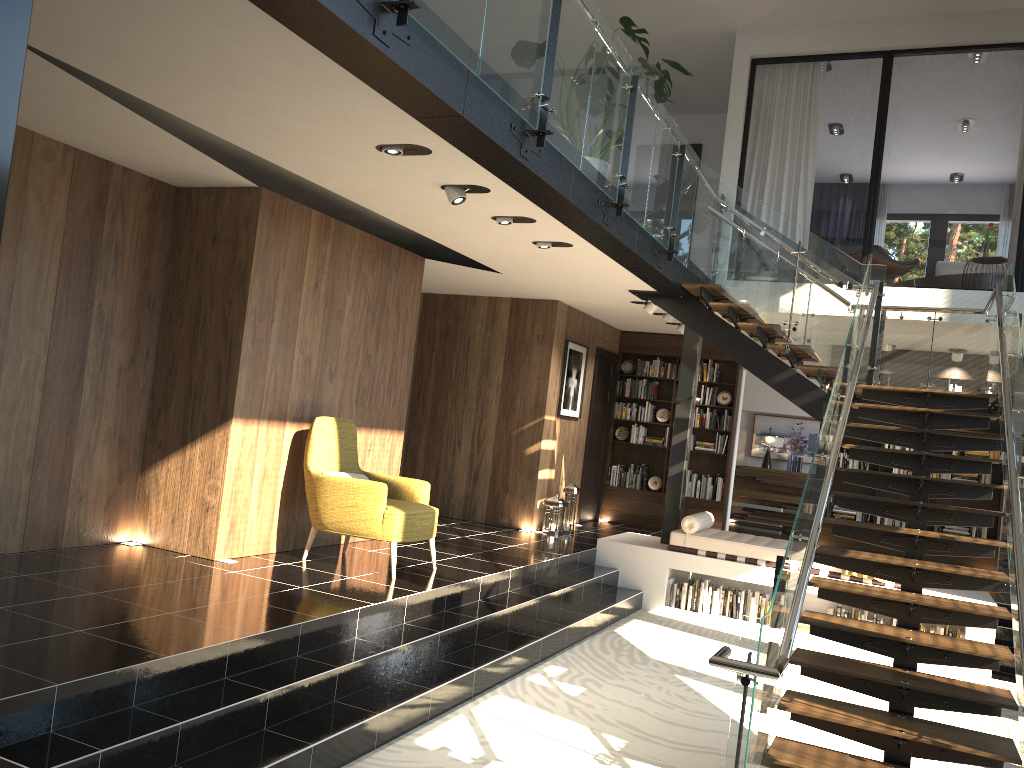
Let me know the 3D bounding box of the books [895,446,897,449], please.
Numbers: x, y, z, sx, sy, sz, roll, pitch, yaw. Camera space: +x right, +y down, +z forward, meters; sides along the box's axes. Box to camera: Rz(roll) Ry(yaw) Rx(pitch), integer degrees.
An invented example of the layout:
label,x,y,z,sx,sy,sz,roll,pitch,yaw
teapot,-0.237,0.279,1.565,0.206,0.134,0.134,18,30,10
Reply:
label,x,y,z,sx,sy,sz,roll,pitch,yaw
books,4.802,0.698,11.066,0.027,0.239,0.153,6,-2,24

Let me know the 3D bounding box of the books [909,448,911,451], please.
label,x,y,z,sx,sy,sz,roll,pitch,yaw
books,4.943,0.744,11.008,0.021,0.176,0.161,6,-2,24

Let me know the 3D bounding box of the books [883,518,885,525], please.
label,x,y,z,sx,sy,sz,roll,pitch,yaw
books,4.649,1.618,11.059,0.025,0.274,0.150,6,-2,24

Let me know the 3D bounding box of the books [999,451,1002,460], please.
label,x,y,z,sx,sy,sz,roll,pitch,yaw
books,5.855,0.827,10.599,0.051,0.194,0.192,6,-2,25

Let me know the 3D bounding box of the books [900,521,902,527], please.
label,x,y,z,sx,sy,sz,roll,pitch,yaw
books,4.818,1.648,10.957,0.023,0.246,0.149,6,-2,24

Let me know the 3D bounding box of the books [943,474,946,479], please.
label,x,y,z,sx,sy,sz,roll,pitch,yaw
books,5.274,1.074,10.818,0.029,0.214,0.149,6,-2,24

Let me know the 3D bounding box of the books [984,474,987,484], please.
label,x,y,z,sx,sy,sz,roll,pitch,yaw
books,5.676,1.098,10.644,0.023,0.246,0.147,6,-2,24

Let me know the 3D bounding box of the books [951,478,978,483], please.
label,x,y,z,sx,sy,sz,roll,pitch,yaw
books,5.469,1.164,10.729,0.274,0.022,0.156,6,-3,21

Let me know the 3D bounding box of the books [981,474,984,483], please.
label,x,y,z,sx,sy,sz,roll,pitch,yaw
books,5.649,1.112,10.645,0.025,0.212,0.168,6,-2,24

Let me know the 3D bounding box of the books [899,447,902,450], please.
label,x,y,z,sx,sy,sz,roll,pitch,yaw
books,4.855,0.723,11.057,0.026,0.201,0.146,6,-2,24

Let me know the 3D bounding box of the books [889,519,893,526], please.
label,x,y,z,sx,sy,sz,roll,pitch,yaw
books,4.723,1.623,11.022,0.031,0.280,0.141,6,-2,24

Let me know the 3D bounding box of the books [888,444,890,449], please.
label,x,y,z,sx,sy,sz,roll,pitch,yaw
books,4.732,0.730,11.108,0.027,0.162,0.126,6,-2,24

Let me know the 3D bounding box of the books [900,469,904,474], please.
label,x,y,z,sx,sy,sz,roll,pitch,yaw
books,4.838,1.016,10.988,0.036,0.244,0.194,6,-2,24

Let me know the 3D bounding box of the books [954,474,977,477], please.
label,x,y,z,sx,sy,sz,roll,pitch,yaw
books,5.475,1.099,10.728,0.260,0.021,0.167,6,-3,22

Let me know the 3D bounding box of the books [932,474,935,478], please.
label,x,y,z,sx,sy,sz,roll,pitch,yaw
books,5.179,1.042,10.870,0.026,0.263,0.156,6,-2,24

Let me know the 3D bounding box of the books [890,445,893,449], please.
label,x,y,z,sx,sy,sz,roll,pitch,yaw
books,4.752,0.714,11.086,0.024,0.197,0.175,6,-2,24

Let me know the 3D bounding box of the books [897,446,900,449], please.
label,x,y,z,sx,sy,sz,roll,pitch,yaw
books,4.825,0.691,11.049,0.028,0.258,0.208,6,-2,24

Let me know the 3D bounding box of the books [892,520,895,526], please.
label,x,y,z,sx,sy,sz,roll,pitch,yaw
books,4.752,1.617,11.008,0.032,0.298,0.170,6,-2,24

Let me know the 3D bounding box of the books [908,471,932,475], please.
label,x,y,z,sx,sy,sz,roll,pitch,yaw
books,5.021,1.095,10.929,0.261,0.024,0.167,6,-3,21

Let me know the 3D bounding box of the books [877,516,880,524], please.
label,x,y,z,sx,sy,sz,roll,pitch,yaw
books,4.585,1.592,11.059,0.035,0.312,0.160,6,-2,24

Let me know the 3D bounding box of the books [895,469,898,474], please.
label,x,y,z,sx,sy,sz,roll,pitch,yaw
books,4.780,1.023,11.006,0.023,0.218,0.196,6,-2,24

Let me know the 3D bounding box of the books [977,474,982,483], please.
label,x,y,z,sx,sy,sz,roll,pitch,yaw
books,5.622,1.093,10.648,0.030,0.244,0.177,6,-2,24

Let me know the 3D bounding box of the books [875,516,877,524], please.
label,x,y,z,sx,sy,sz,roll,pitch,yaw
books,4.569,1.616,11.102,0.026,0.263,0.156,6,-2,24

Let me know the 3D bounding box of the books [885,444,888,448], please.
label,x,y,z,sx,sy,sz,roll,pitch,yaw
books,4.712,0.674,11.122,0.031,0.272,0.158,6,-2,24

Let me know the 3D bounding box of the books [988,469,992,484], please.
label,x,y,z,sx,sy,sz,roll,pitch,yaw
books,5.721,1.102,10.625,0.022,0.247,0.133,6,-2,24

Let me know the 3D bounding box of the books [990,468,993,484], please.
label,x,y,z,sx,sy,sz,roll,pitch,yaw
books,5.742,1.117,10.633,0.012,0.224,0.097,6,-2,24

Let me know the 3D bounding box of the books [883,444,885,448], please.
label,x,y,z,sx,sy,sz,roll,pitch,yaw
books,4.682,0.693,11.136,0.030,0.228,0.177,6,-2,24

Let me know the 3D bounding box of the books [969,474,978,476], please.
label,x,y,z,sx,sy,sz,roll,pitch,yaw
books,5.481,1.079,10.735,0.272,0.022,0.156,6,-3,23

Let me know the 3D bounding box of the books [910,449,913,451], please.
label,x,y,z,sx,sy,sz,roll,pitch,yaw
books,4.975,0.750,10.996,0.047,0.171,0.167,6,-2,24

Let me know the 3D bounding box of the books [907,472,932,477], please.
label,x,y,z,sx,sy,sz,roll,pitch,yaw
books,5.019,1.120,10.931,0.275,0.025,0.156,6,-3,20

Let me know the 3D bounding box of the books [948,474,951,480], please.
label,x,y,z,sx,sy,sz,roll,pitch,yaw
books,5.326,1.047,10.788,0.031,0.277,0.168,6,-2,24

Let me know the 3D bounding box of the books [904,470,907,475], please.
label,x,y,z,sx,sy,sz,roll,pitch,yaw
books,4.899,1.015,10.995,0.067,0.261,0.159,6,-2,24

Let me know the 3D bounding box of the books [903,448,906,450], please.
label,x,y,z,sx,sy,sz,roll,pitch,yaw
books,4.895,0.705,11.023,0.030,0.244,0.142,6,-2,24

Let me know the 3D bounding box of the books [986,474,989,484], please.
label,x,y,z,sx,sy,sz,roll,pitch,yaw
books,5.690,1.096,10.614,0.026,0.251,0.178,6,-2,24

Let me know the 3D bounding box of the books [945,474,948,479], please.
label,x,y,z,sx,sy,sz,roll,pitch,yaw
books,5.291,1.077,10.790,0.026,0.209,0.184,6,-2,24

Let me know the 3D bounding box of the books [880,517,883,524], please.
label,x,y,z,sx,sy,sz,roll,pitch,yaw
books,4.616,1.620,11.054,0.030,0.262,0.173,6,-2,24

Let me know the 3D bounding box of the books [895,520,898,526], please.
label,x,y,z,sx,sy,sz,roll,pitch,yaw
books,4.765,1.638,10.974,0.025,0.255,0.202,6,-2,24

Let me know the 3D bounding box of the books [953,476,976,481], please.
label,x,y,z,sx,sy,sz,roll,pitch,yaw
books,5.475,1.143,10.738,0.247,0.022,0.148,6,-3,25

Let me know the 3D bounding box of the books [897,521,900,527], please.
label,x,y,z,sx,sy,sz,roll,pitch,yaw
books,4.802,1.617,10.980,0.032,0.305,0.155,6,-2,24

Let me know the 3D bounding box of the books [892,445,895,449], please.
label,x,y,z,sx,sy,sz,roll,pitch,yaw
books,4.773,0.701,11.069,0.027,0.228,0.208,6,-2,24

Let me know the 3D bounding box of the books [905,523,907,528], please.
label,x,y,z,sx,sy,sz,roll,pitch,yaw
books,4.876,1.653,10.940,0.029,0.250,0.142,6,-2,24

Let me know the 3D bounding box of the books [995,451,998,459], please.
label,x,y,z,sx,sy,sz,roll,pitch,yaw
books,5.813,0.809,10.649,0.023,0.225,0.146,6,-2,24

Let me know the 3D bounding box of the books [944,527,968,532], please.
label,x,y,z,sx,sy,sz,roll,pitch,yaw
books,5.368,1.758,10.730,0.250,0.026,0.148,6,-3,21

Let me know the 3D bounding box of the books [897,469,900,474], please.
label,x,y,z,sx,sy,sz,roll,pitch,yaw
books,4.819,1.015,11.024,0.030,0.245,0.167,6,-2,24

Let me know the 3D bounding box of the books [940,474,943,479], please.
label,x,y,z,sx,sy,sz,roll,pitch,yaw
books,5.256,1.064,10.840,0.025,0.232,0.156,6,-2,24

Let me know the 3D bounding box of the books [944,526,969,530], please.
label,x,y,z,sx,sy,sz,roll,pitch,yaw
books,5.365,1.733,10.719,0.263,0.024,0.167,6,-3,19

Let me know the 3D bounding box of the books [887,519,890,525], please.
label,x,y,z,sx,sy,sz,roll,pitch,yaw
books,4.689,1.652,11.023,0.025,0.214,0.170,6,-2,24

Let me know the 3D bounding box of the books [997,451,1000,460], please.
label,x,y,z,sx,sy,sz,roll,pitch,yaw
books,5.820,0.826,10.613,0.023,0.189,0.197,6,-2,24

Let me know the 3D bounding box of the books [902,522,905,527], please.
label,x,y,z,sx,sy,sz,roll,pitch,yaw
books,4.847,1.647,10.951,0.034,0.255,0.195,6,-2,24

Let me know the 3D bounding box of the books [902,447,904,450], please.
label,x,y,z,sx,sy,sz,roll,pitch,yaw
books,4.875,0.723,11.045,0.020,0.206,0.147,6,-2,24

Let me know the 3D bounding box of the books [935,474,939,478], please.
label,x,y,z,sx,sy,sz,roll,pitch,yaw
books,5.210,1.061,10.866,0.037,0.232,0.231,6,-2,24

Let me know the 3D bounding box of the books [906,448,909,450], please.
label,x,y,z,sx,sy,sz,roll,pitch,yaw
books,4.916,0.713,11.000,0.028,0.231,0.167,6,-2,24

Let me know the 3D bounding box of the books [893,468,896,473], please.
label,x,y,z,sx,sy,sz,roll,pitch,yaw
books,4.774,0.991,11.050,0.030,0.284,0.177,6,-2,24

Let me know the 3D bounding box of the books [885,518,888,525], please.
label,x,y,z,sx,sy,sz,roll,pitch,yaw
books,4.663,1.618,11.025,0.030,0.276,0.160,6,-2,24

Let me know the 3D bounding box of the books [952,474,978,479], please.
label,x,y,z,sx,sy,sz,roll,pitch,yaw
books,5.474,1.120,10.729,0.268,0.022,0.156,6,-3,20
